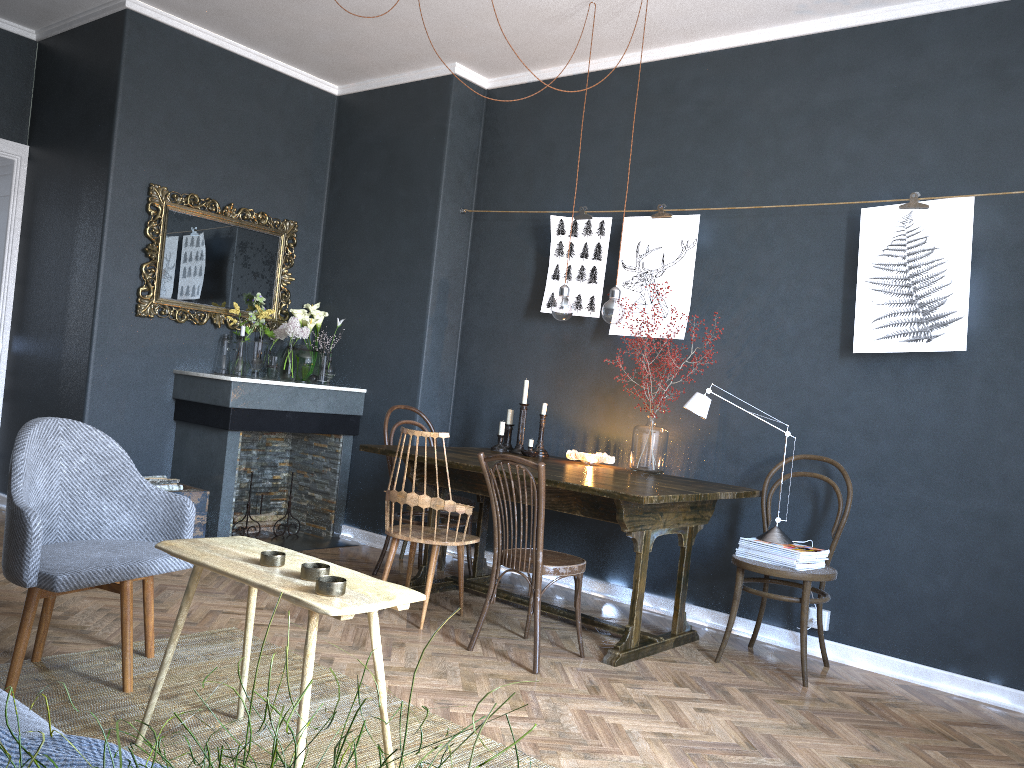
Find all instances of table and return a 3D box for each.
[{"bbox_3d":[0.188,0.758,4.255,1.603,0.727,1.127,6,0,39],"label":"table"},{"bbox_3d":[-0.627,0.745,2.312,0.787,0.550,0.340,6,0,39],"label":"table"},{"bbox_3d":[-0.405,0.909,5.297,0.369,0.318,0.364,6,0,39],"label":"table"}]

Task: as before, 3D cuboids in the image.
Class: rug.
[{"bbox_3d":[-0.653,1.019,2.532,2.009,0.013,1.004,6,-1,39],"label":"rug"}]

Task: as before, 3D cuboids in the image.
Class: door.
[{"bbox_3d":[-3.562,-0.372,5.998,0.856,2.187,0.162,6,1,39],"label":"door"}]

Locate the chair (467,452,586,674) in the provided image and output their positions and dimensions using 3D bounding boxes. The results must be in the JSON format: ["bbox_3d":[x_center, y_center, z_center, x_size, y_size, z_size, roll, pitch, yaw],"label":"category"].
[{"bbox_3d":[0.086,0.695,3.583,0.362,0.820,0.467,6,0,39],"label":"chair"}]

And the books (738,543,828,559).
[{"bbox_3d":[1.177,0.722,3.858,0.219,0.008,0.304,7,-1,-40],"label":"books"}]

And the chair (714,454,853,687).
[{"bbox_3d":[1.210,0.769,3.878,0.437,0.921,0.549,6,0,37],"label":"chair"}]

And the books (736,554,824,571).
[{"bbox_3d":[1.166,0.772,3.863,0.219,0.008,0.304,7,-1,-44],"label":"books"}]

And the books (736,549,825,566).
[{"bbox_3d":[1.167,0.749,3.863,0.219,0.013,0.304,7,-1,-39],"label":"books"}]

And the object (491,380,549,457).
[{"bbox_3d":[0.053,0.175,4.873,0.368,0.419,0.223,6,0,40],"label":"object"}]

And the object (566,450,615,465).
[{"bbox_3d":[0.406,0.384,4.600,0.253,0.072,0.254,7,-1,-44],"label":"object"}]

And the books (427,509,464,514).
[{"bbox_3d":[-0.398,0.744,5.308,0.219,0.013,0.272,6,0,-5],"label":"books"}]

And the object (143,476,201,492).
[{"bbox_3d":[-2.019,0.647,4.960,0.532,0.247,0.370,6,0,39],"label":"object"}]

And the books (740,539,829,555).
[{"bbox_3d":[1.184,0.708,3.862,0.219,0.008,0.304,7,-1,-39],"label":"books"}]

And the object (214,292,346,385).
[{"bbox_3d":[-1.446,-0.295,5.656,0.474,0.547,0.727,6,0,42],"label":"object"}]

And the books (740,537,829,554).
[{"bbox_3d":[1.185,0.699,3.860,0.219,0.013,0.304,7,-1,-39],"label":"books"}]

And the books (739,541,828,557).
[{"bbox_3d":[1.180,0.715,3.859,0.219,0.008,0.304,7,-1,-40],"label":"books"}]

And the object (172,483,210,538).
[{"bbox_3d":[-2.030,0.722,4.957,0.552,0.326,0.383,6,0,39],"label":"object"}]

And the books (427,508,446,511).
[{"bbox_3d":[-0.409,0.724,5.295,0.207,0.025,0.262,6,0,-8],"label":"books"}]

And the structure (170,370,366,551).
[{"bbox_3d":[-1.476,0.468,5.474,0.833,0.981,1.066,6,0,39],"label":"structure"}]

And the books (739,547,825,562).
[{"bbox_3d":[1.174,0.739,3.867,0.219,0.008,0.288,7,-1,-38],"label":"books"}]

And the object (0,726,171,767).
[{"bbox_3d":[-0.506,0.647,1.198,0.666,0.329,0.490,6,0,44],"label":"object"}]

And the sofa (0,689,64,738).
[{"bbox_3d":[-1.141,0.556,1.322,2.338,0.798,0.971,6,0,38],"label":"sofa"}]

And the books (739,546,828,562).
[{"bbox_3d":[1.181,0.734,3.861,0.219,0.006,0.304,7,-1,-39],"label":"books"}]

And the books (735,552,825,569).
[{"bbox_3d":[1.166,0.765,3.864,0.219,0.007,0.304,7,-1,-39],"label":"books"}]

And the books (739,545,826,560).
[{"bbox_3d":[1.176,0.729,3.861,0.219,0.008,0.288,7,-1,-40],"label":"books"}]

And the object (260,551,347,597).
[{"bbox_3d":[-0.509,0.466,2.203,0.103,0.033,0.368,6,-1,-40],"label":"object"}]

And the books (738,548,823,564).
[{"bbox_3d":[1.173,0.745,3.867,0.219,0.008,0.288,7,-1,-38],"label":"books"}]

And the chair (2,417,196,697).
[{"bbox_3d":[-1.367,0.535,2.852,0.494,0.811,0.645,6,0,17],"label":"chair"}]

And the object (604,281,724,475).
[{"bbox_3d":[0.732,-0.013,4.460,0.556,0.931,0.639,6,0,9],"label":"object"}]

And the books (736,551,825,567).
[{"bbox_3d":[1.168,0.758,3.863,0.219,0.008,0.304,7,-1,-39],"label":"books"}]

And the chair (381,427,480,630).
[{"bbox_3d":[-0.383,0.634,4.036,0.455,0.856,0.384,6,0,24],"label":"chair"}]

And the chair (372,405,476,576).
[{"bbox_3d":[-0.451,0.595,4.783,0.548,0.921,0.438,6,0,42],"label":"chair"}]

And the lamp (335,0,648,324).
[{"bbox_3d":[-0.123,-1.141,3.898,1.591,1.574,0.582,6,0,-20],"label":"lamp"}]

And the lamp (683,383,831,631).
[{"bbox_3d":[1.127,0.560,3.976,0.800,1.069,0.242,6,0,-7],"label":"lamp"}]

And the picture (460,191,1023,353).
[{"bbox_3d":[1.366,-0.545,4.155,4.453,0.771,0.058,6,0,39],"label":"picture"}]

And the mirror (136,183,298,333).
[{"bbox_3d":[-1.790,-0.735,5.501,0.067,0.784,1.057,7,0,39],"label":"mirror"}]
